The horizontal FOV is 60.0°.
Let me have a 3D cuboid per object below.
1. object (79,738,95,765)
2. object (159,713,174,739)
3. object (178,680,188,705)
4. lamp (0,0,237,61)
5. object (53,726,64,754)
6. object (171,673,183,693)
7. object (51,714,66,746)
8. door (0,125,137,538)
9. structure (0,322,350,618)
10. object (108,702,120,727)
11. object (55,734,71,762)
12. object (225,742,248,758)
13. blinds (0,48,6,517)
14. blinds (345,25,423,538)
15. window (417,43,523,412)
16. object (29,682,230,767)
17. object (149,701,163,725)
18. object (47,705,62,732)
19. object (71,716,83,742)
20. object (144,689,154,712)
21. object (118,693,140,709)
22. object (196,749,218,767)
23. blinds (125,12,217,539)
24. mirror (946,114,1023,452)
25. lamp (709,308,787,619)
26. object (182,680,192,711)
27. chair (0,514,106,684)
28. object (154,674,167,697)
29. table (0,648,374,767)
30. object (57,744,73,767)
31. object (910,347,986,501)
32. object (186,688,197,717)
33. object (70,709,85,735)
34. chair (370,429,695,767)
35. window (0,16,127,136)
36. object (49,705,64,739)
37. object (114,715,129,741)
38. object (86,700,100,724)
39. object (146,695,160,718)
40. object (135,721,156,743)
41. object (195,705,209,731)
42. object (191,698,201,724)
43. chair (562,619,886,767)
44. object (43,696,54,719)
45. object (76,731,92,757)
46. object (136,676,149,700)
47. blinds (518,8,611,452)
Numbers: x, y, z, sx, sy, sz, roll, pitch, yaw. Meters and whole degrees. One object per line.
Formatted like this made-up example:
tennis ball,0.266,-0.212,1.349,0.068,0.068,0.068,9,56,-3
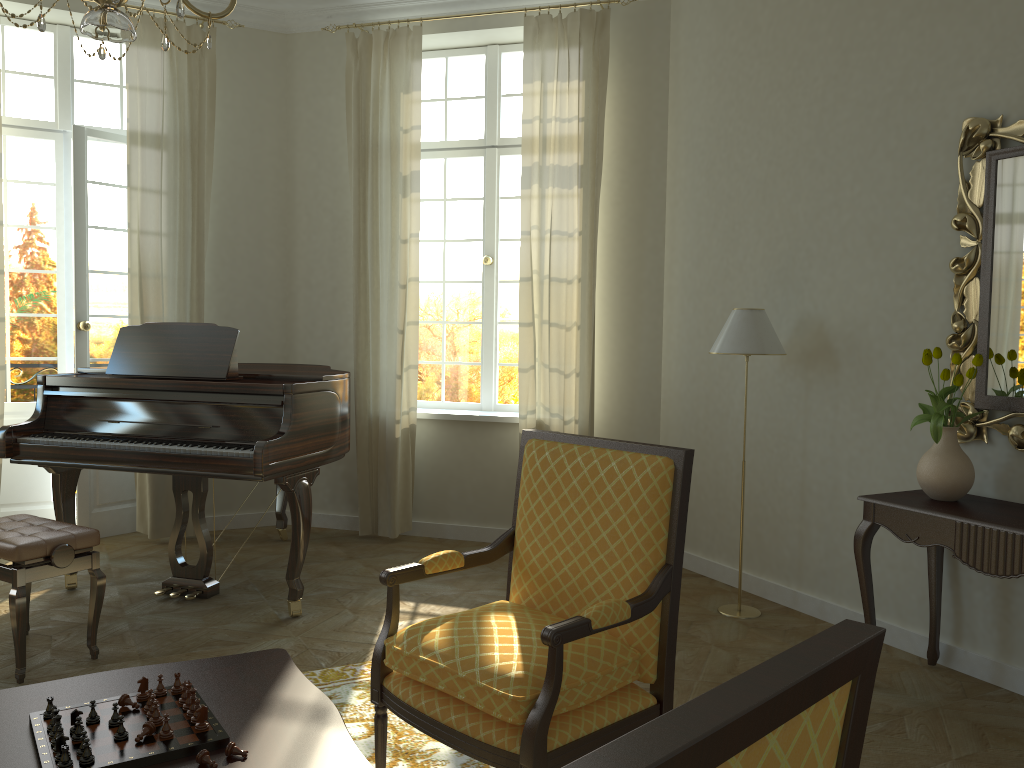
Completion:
object,-0.875,0.754,1.825,0.030,0.050,0.030,2,3,19
object,-0.759,0.749,1.948,0.030,0.050,0.030,2,3,19
object,-0.783,0.736,2.123,0.030,0.055,0.030,2,3,19
lamp,-1.004,-1.602,2.191,0.662,1.466,0.661,3,4,32
object,-0.952,0.748,1.870,0.030,0.055,0.030,2,3,19
object,-0.826,0.737,2.190,0.030,0.044,0.030,2,3,19
object,-0.974,0.741,1.903,0.030,0.064,0.030,2,3,19
door,-2.916,-0.315,5.828,1.385,2.690,0.425,-1,4,-28
structure,-1.555,0.378,5.046,1.514,1.439,1.856,2,3,17
object,-0.895,0.744,2.001,0.030,0.050,0.030,2,3,19
object,-0.930,0.751,1.837,0.030,0.052,0.030,2,3,19
object,-0.589,0.784,1.901,0.047,0.030,0.030,1,3,9
blinds,-3.335,-0.654,5.270,0.552,3.386,0.159,-1,4,-31
blinds,-0.884,-0.656,5.921,0.554,3.384,0.162,2,4,22
window,-0.151,-1.072,6.186,1.400,2.550,0.181,2,3,17
object,-0.868,0.779,1.999,0.360,0.021,0.360,-1,4,-33
object,-0.808,0.744,2.014,0.030,0.050,0.030,2,3,19
object,-1.017,0.741,1.971,0.030,0.055,0.030,2,3,19
object,-0.940,0.747,1.926,0.030,0.050,0.030,2,3,19
object,-0.847,0.740,2.079,0.030,0.050,0.030,2,3,19
object,-0.901,0.748,2.089,0.052,0.030,0.030,2,4,24
object,-0.635,0.786,1.858,0.052,0.030,0.030,3,4,29
blinds,-2.214,-0.671,5.809,0.554,3.386,0.162,-1,4,-33
mirror,2.131,-0.520,3.283,0.082,1.612,1.117,-1,4,-28
lamp,1.178,0.396,4.506,0.380,1.552,0.380,-1,4,-33
object,-0.761,0.731,2.089,0.030,0.069,0.030,2,3,19
chair,-2.078,0.882,3.761,0.638,0.563,0.385,3,4,32
object,-0.860,0.735,2.168,0.030,0.050,0.030,2,3,19
table,-0.846,1.038,1.983,0.922,0.494,0.932,-1,4,-27
object,-0.909,0.758,1.804,0.030,0.044,0.030,2,3,19
object,1.728,0.158,3.535,0.242,0.609,0.264,1,3,2
object,-0.739,0.736,2.056,0.030,0.064,0.030,2,3,19
object,-0.961,0.744,1.960,0.030,0.052,0.030,0,3,-11
chair,0.044,0.719,2.572,0.671,1.083,0.730,-2,4,-43
window,-2.977,-2.027,5.894,1.380,0.680,0.055,-1,4,-28
object,-0.996,0.736,1.937,0.030,0.069,0.030,2,3,19
object,-0.853,0.748,1.935,0.030,0.050,0.030,2,3,19
object,-0.951,0.742,2.012,0.030,0.050,0.030,2,3,19
object,-0.828,0.742,2.046,0.030,0.050,0.030,2,3,19
object,-0.805,0.758,1.936,0.030,0.030,0.052,2,3,18
object,-0.696,0.746,1.989,0.030,0.052,0.030,2,3,19
object,-0.717,0.743,2.023,0.030,0.055,0.030,2,3,19
chair,-0.062,0.806,1.014,0.671,1.083,0.730,4,5,44
object,-1.061,0.742,2.038,0.030,0.044,0.030,2,3,19
object,-0.897,0.752,1.859,0.030,0.050,0.030,2,3,19
object,-0.893,0.734,2.146,0.030,0.052,0.030,2,3,19
blinds,0.320,-0.617,5.606,0.552,3.381,0.159,2,3,20
